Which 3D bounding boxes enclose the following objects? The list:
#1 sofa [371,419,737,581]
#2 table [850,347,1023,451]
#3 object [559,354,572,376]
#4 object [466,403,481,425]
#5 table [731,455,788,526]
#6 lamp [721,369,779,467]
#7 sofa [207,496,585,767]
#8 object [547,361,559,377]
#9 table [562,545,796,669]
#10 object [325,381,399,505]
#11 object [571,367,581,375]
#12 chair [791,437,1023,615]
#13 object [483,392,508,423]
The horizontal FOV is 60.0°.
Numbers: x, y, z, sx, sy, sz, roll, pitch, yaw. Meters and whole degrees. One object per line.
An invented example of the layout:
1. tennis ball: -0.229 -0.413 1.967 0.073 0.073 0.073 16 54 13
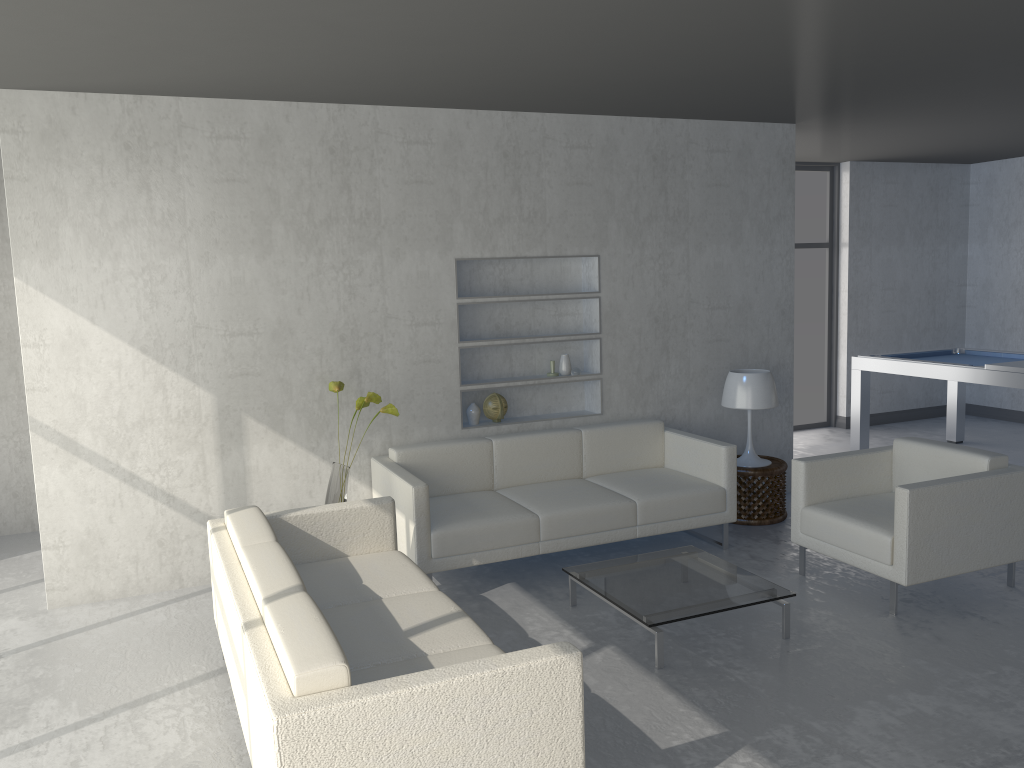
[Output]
1. sofa: 0.245 0.633 4.958 1.881 0.658 0.821 -5 8 -23
2. table: 3.718 0.217 6.504 1.180 0.835 2.095 -5 8 -23
3. object: 0.330 -0.121 5.510 0.079 0.130 0.079 -5 8 -25
4. object: -0.230 0.177 5.308 0.086 0.128 0.086 -3 7 -12
5. table: 1.506 0.665 5.611 0.452 0.358 0.452 5 10 42
6. lamp: 1.489 0.209 5.553 0.347 0.582 0.347 3 9 35
7. sofa: -0.533 0.895 3.072 0.821 0.658 1.881 -5 8 -23
8. object: 0.251 -0.096 5.485 0.074 0.094 0.074 2 8 31
9. table: 0.726 0.975 3.992 0.730 0.190 0.773 -5 8 -23
10. object: -0.767 0.520 4.561 0.400 1.051 0.387 -1 7 5
11. object: 0.396 -0.078 5.481 0.064 0.050 0.064 -4 7 -17
12. chair: 1.936 0.651 4.366 0.821 0.662 0.748 -5 8 -23
13. object: -0.083 0.142 5.339 0.163 0.179 0.088 -6 9 -33
